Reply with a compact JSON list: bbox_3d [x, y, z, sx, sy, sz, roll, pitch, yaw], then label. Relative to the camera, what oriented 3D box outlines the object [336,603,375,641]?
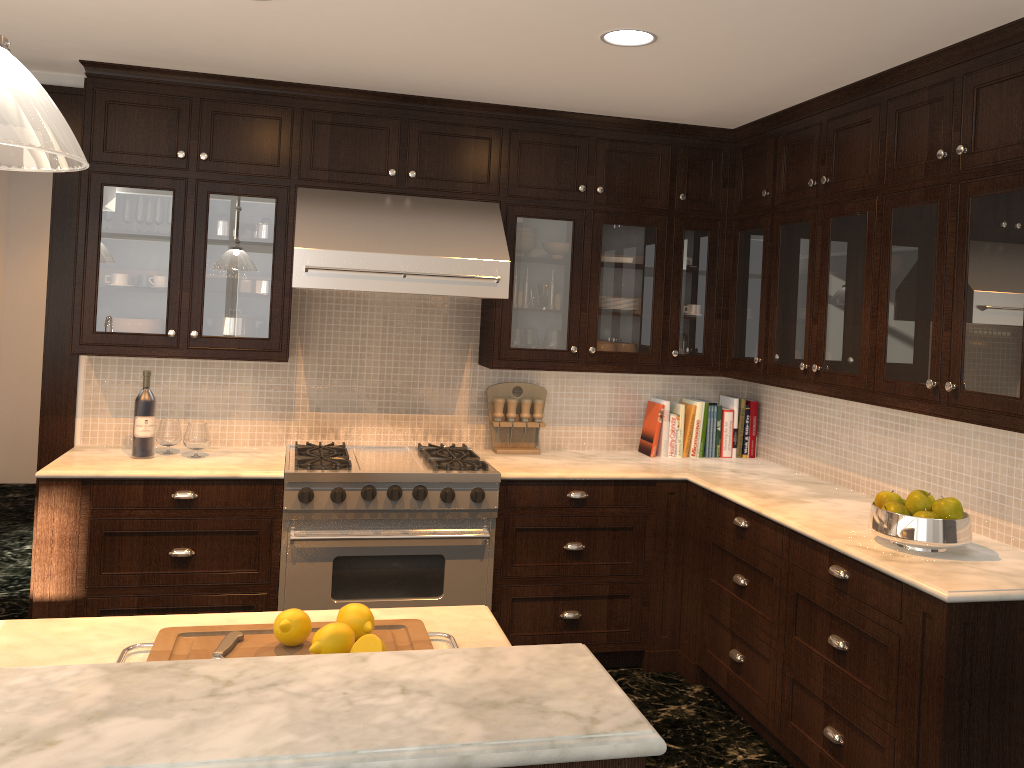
[{"bbox_3d":[-0.325,0.494,1.836,0.082,0.072,0.081,3,3,1],"label":"object"}]

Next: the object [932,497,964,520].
[{"bbox_3d":[1.414,0.416,2.867,0.091,0.098,0.093,1,3,-43],"label":"object"}]

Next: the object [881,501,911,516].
[{"bbox_3d":[1.279,0.440,2.941,0.100,0.097,0.091,3,2,4],"label":"object"}]

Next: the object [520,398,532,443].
[{"bbox_3d":[0.065,0.184,4.428,0.061,0.226,0.061,3,0,-44],"label":"object"}]

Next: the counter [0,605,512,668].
[{"bbox_3d":[-1.324,0.562,1.316,2.865,0.032,1.058,2,5,-14],"label":"counter"}]

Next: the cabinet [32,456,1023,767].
[{"bbox_3d":[-0.117,0.908,3.309,3.364,0.880,2.324,2,4,-14],"label":"cabinet"}]

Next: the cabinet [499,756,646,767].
[{"bbox_3d":[-1.237,0.505,0.964,2.833,0.153,0.293,2,4,-14],"label":"cabinet"}]

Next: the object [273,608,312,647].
[{"bbox_3d":[-0.444,0.493,1.790,0.079,0.074,0.082,2,3,-26],"label":"object"}]

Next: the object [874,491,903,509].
[{"bbox_3d":[1.286,0.415,3.016,0.091,0.098,0.093,5,3,44],"label":"object"}]

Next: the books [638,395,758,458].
[{"bbox_3d":[0.980,0.219,4.655,0.602,0.311,0.194,2,1,-14],"label":"books"}]

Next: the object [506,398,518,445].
[{"bbox_3d":[-0.005,0.188,4.411,0.061,0.237,0.061,3,0,-44],"label":"object"}]

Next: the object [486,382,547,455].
[{"bbox_3d":[0.029,0.169,4.430,0.316,0.349,0.110,2,0,-14],"label":"object"}]

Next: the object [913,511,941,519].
[{"bbox_3d":[1.347,0.459,2.866,0.091,0.097,0.092,3,2,16],"label":"object"}]

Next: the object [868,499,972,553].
[{"bbox_3d":[1.362,0.479,2.955,0.318,0.122,0.319,1,5,-20],"label":"object"}]

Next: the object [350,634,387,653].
[{"bbox_3d":[-0.269,0.513,1.679,0.074,0.069,0.063,5,3,39],"label":"object"}]

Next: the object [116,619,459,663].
[{"bbox_3d":[-0.424,0.545,1.725,0.666,0.021,0.386,2,5,-14],"label":"object"}]

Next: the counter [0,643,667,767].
[{"bbox_3d":[-1.222,0.413,0.966,2.851,0.032,0.329,2,5,-14],"label":"counter"}]

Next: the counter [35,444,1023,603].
[{"bbox_3d":[-0.093,0.451,3.313,3.364,0.032,2.324,2,5,-14],"label":"counter"}]

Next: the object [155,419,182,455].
[{"bbox_3d":[-1.525,0.234,3.924,0.112,0.151,0.113,2,2,-22],"label":"object"}]

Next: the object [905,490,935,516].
[{"bbox_3d":[1.360,0.403,2.937,0.091,0.100,0.096,1,3,-37],"label":"object"}]

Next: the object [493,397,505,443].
[{"bbox_3d":[-0.069,0.182,4.395,0.061,0.229,0.061,3,0,-32],"label":"object"}]

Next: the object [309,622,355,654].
[{"bbox_3d":[-0.348,0.503,1.719,0.081,0.072,0.083,3,3,-3],"label":"object"}]

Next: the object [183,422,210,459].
[{"bbox_3d":[-1.381,0.246,3.869,0.112,0.151,0.113,2,2,-22],"label":"object"}]

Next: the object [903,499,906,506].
[{"bbox_3d":[1.327,0.442,3.036,0.091,0.095,0.091,4,2,17],"label":"object"}]

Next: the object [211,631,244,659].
[{"bbox_3d":[-0.553,0.529,1.653,0.042,0.014,0.331,3,5,-3],"label":"object"}]

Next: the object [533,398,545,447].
[{"bbox_3d":[0.129,0.192,4.444,0.061,0.237,0.061,3,0,40],"label":"object"}]

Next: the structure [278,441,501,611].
[{"bbox_3d":[-0.586,0.735,4.030,0.905,0.838,0.721,2,2,-14],"label":"structure"}]

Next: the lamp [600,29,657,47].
[{"bbox_3d":[0.408,-1.267,3.068,0.198,0.137,0.198,4,3,21],"label":"lamp"}]

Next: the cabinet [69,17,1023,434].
[{"bbox_3d":[-0.037,-0.622,3.326,3.363,1.255,2.316,2,4,-14],"label":"cabinet"}]

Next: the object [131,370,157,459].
[{"bbox_3d":[-1.582,0.128,3.804,0.094,0.378,0.095,3,0,1],"label":"object"}]

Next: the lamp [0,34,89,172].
[{"bbox_3d":[-0.737,-0.707,1.216,0.317,0.784,0.317,3,0,0],"label":"lamp"}]

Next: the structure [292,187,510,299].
[{"bbox_3d":[-0.521,-0.655,4.066,0.929,0.478,0.642,2,3,-14],"label":"structure"}]
